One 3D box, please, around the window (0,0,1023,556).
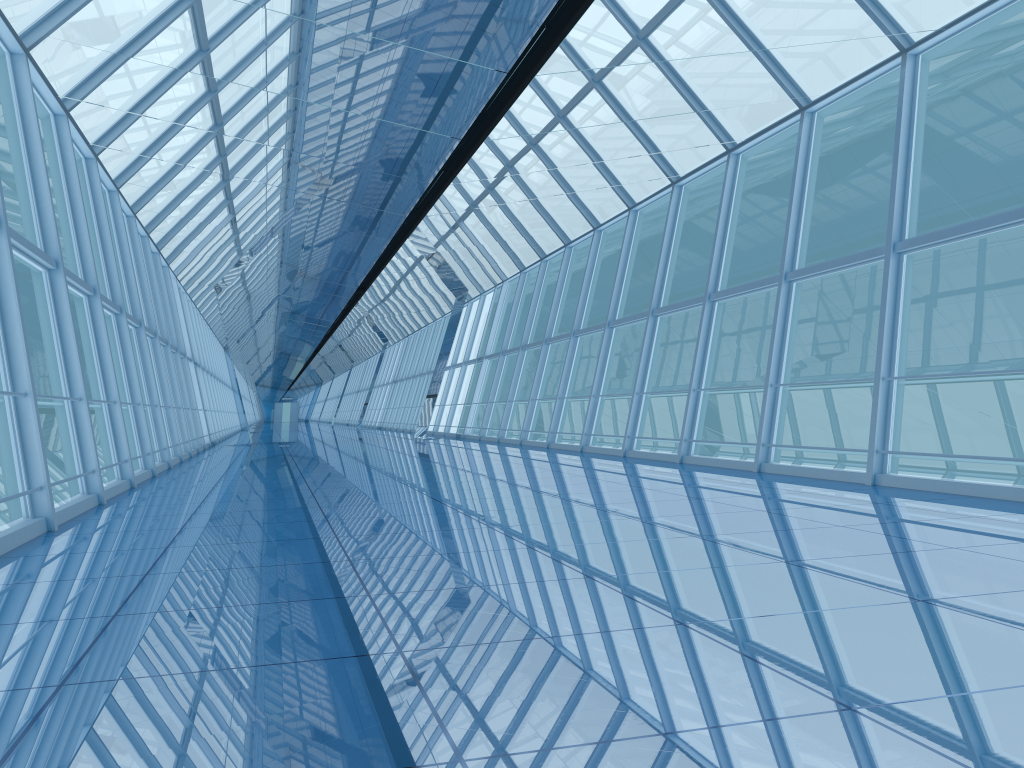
[{"bbox_3d":[-12.334,0.210,50.463,9.904,4.957,105.324,0,-2,-16],"label":"window"}]
